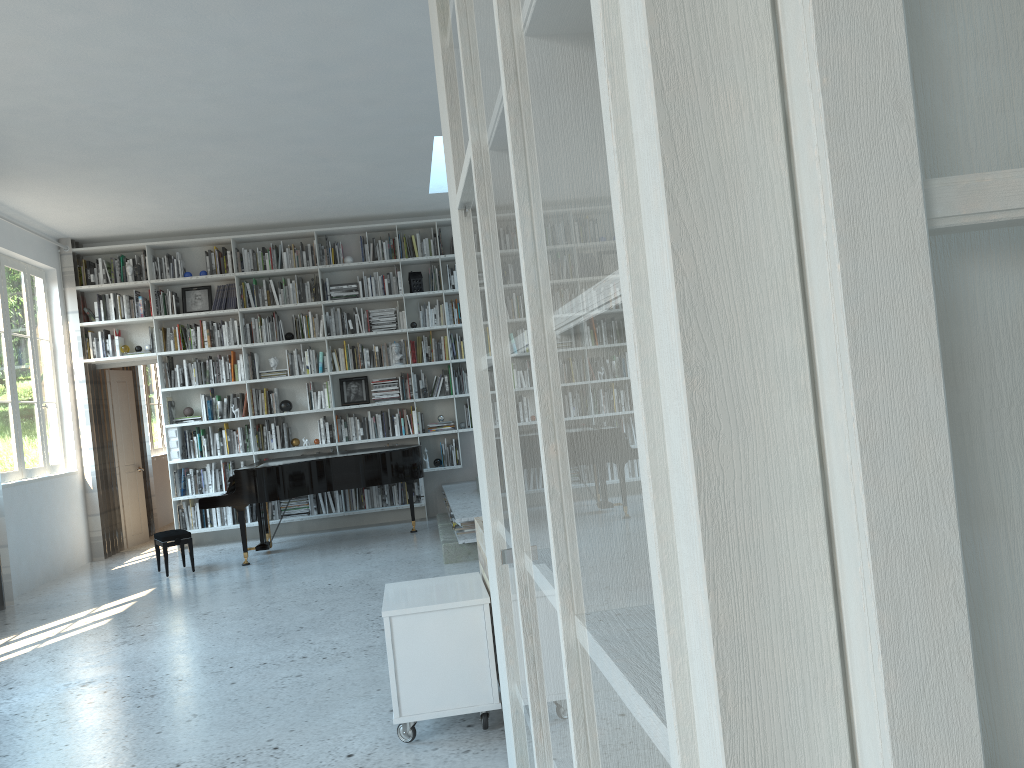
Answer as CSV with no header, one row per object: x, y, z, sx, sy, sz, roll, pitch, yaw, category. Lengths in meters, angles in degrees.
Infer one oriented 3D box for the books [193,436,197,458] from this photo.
-3.256,0.652,9.172,0.015,0.218,0.176,-6,0,-7,books

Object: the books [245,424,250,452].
-2.737,0.564,9.217,0.014,0.286,0.179,-6,0,-7,books

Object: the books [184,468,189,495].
-3.349,1.009,9.163,0.010,0.273,0.150,-6,0,-7,books

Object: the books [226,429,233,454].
-2.916,0.595,9.197,0.028,0.260,0.181,-6,0,-7,books

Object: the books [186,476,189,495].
-3.328,1.045,9.166,0.024,0.198,0.148,-6,0,-7,books

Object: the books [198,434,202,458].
-3.208,0.634,9.158,0.009,0.244,0.184,-6,0,-7,books

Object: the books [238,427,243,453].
-2.807,0.581,9.210,0.021,0.265,0.185,-6,0,-7,books

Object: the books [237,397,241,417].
-2.825,0.244,9.226,0.027,0.209,0.143,-6,0,-7,books

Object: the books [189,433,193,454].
-3.294,0.633,9.157,0.007,0.264,0.177,-6,0,-7,books

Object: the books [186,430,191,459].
-3.329,0.621,9.164,0.014,0.294,0.171,-6,0,-7,books

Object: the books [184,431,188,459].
-3.357,0.629,9.170,0.008,0.285,0.159,-6,0,-7,books

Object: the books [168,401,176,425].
-3.505,0.297,9.147,0.028,0.243,0.156,-6,0,-7,books

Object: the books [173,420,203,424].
-3.332,0.395,9.169,0.285,0.012,0.159,-6,-1,-4,books

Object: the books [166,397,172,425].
-3.528,0.279,9.155,0.012,0.285,0.159,-6,0,-7,books

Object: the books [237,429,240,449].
-2.823,0.593,9.225,0.010,0.246,0.160,-6,0,-7,books

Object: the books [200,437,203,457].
-3.198,0.650,9.191,0.016,0.211,0.146,-6,0,-7,books

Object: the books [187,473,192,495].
-3.303,1.031,9.146,0.022,0.220,0.187,-6,0,-7,books

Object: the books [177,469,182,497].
-3.407,1.013,9.127,0.011,0.277,0.189,-6,0,-7,books

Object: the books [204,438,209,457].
-3.147,0.655,9.166,0.016,0.189,0.183,-6,-1,-7,books

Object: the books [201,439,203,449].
-3.188,0.615,9.184,0.009,0.278,0.157,-6,0,-7,books

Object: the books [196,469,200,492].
-3.233,1.010,9.187,0.022,0.248,0.133,-6,0,-7,books

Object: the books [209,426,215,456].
-3.097,0.591,9.185,0.012,0.306,0.189,-6,0,-7,books

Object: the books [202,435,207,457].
-3.165,0.642,9.169,0.015,0.219,0.190,-6,0,-7,books

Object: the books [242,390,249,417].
-2.749,0.202,9.199,0.082,0.276,0.228,-6,0,-7,books

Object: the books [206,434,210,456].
-3.137,0.634,9.202,0.016,0.230,0.136,-6,0,-7,books

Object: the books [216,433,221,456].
-3.030,0.623,9.194,0.027,0.230,0.159,-6,0,-7,books

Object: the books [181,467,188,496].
-3.378,1.007,9.139,0.052,0.283,0.172,-6,0,-7,books

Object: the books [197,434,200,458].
-3.221,0.636,9.170,0.014,0.243,0.171,-6,0,-7,books

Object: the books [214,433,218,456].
-3.067,0.627,9.206,0.045,0.230,0.138,-6,0,-7,books

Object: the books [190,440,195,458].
-3.275,0.668,9.142,0.019,0.189,0.193,-6,-1,-7,books

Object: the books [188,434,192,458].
-3.310,0.638,9.174,0.022,0.257,0.141,-6,0,-7,books

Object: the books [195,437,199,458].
-3.240,0.651,9.161,0.015,0.217,0.180,-6,0,-7,books

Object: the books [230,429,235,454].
-2.889,0.598,9.205,0.028,0.249,0.159,-6,0,-7,books

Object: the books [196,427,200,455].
-3.235,0.601,9.171,0.006,0.315,0.145,-6,0,-7,books

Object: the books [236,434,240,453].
-2.838,0.621,9.228,0.023,0.194,0.140,-6,0,-7,books

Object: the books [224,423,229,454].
-2.945,0.567,9.202,0.021,0.323,0.172,-6,0,-7,books

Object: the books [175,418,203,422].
-3.334,0.371,9.169,0.254,0.012,0.161,-6,-1,-10,books

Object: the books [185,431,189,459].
-3.345,0.625,9.169,0.016,0.289,0.152,-6,0,-7,books

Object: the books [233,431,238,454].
-2.863,0.606,9.222,0.025,0.229,0.153,-6,0,-7,books

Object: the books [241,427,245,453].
-2.792,0.583,9.231,0.013,0.260,0.142,-6,0,-7,books

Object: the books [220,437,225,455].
-2.984,0.642,9.188,0.029,0.181,0.190,-6,-1,-7,books

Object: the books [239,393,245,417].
-2.803,0.220,9.232,0.021,0.251,0.154,-6,0,-7,books

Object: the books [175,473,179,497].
-3.427,1.034,9.141,0.029,0.239,0.154,-6,0,-7,books

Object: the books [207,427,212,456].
-3.111,0.595,9.171,0.019,0.300,0.180,-6,0,-7,books

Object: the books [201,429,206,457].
-3.178,0.609,9.161,0.007,0.286,0.182,-6,0,-7,books

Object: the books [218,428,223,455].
-3.012,0.595,9.195,0.014,0.282,0.150,-6,0,-7,books

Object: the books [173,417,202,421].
-3.335,0.359,9.166,0.285,0.012,0.159,-6,-1,-3,books

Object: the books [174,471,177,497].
-3.449,1.029,9.152,0.012,0.254,0.161,-6,0,-7,books

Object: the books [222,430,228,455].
-2.962,0.604,9.202,0.026,0.254,0.176,-6,0,-7,books

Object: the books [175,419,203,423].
-3.333,0.384,9.173,0.254,0.012,0.161,-6,-1,-6,books

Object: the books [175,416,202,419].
-3.337,0.347,9.173,0.254,0.012,0.161,-6,-1,-6,books

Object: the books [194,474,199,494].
-3.253,1.036,9.180,0.025,0.200,0.137,-6,0,-7,books

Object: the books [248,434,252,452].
-2.717,0.612,9.252,0.023,0.187,0.130,-6,0,-7,books

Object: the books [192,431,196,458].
-3.269,0.622,9.164,0.008,0.279,0.164,-6,0,-7,books

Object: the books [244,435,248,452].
-2.761,0.619,9.234,0.041,0.181,0.141,-6,0,-7,books

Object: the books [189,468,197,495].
-3.281,1.005,9.156,0.029,0.266,0.171,-6,0,-7,books

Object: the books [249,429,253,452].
-2.701,0.583,9.228,0.010,0.240,0.174,-6,0,-7,books
